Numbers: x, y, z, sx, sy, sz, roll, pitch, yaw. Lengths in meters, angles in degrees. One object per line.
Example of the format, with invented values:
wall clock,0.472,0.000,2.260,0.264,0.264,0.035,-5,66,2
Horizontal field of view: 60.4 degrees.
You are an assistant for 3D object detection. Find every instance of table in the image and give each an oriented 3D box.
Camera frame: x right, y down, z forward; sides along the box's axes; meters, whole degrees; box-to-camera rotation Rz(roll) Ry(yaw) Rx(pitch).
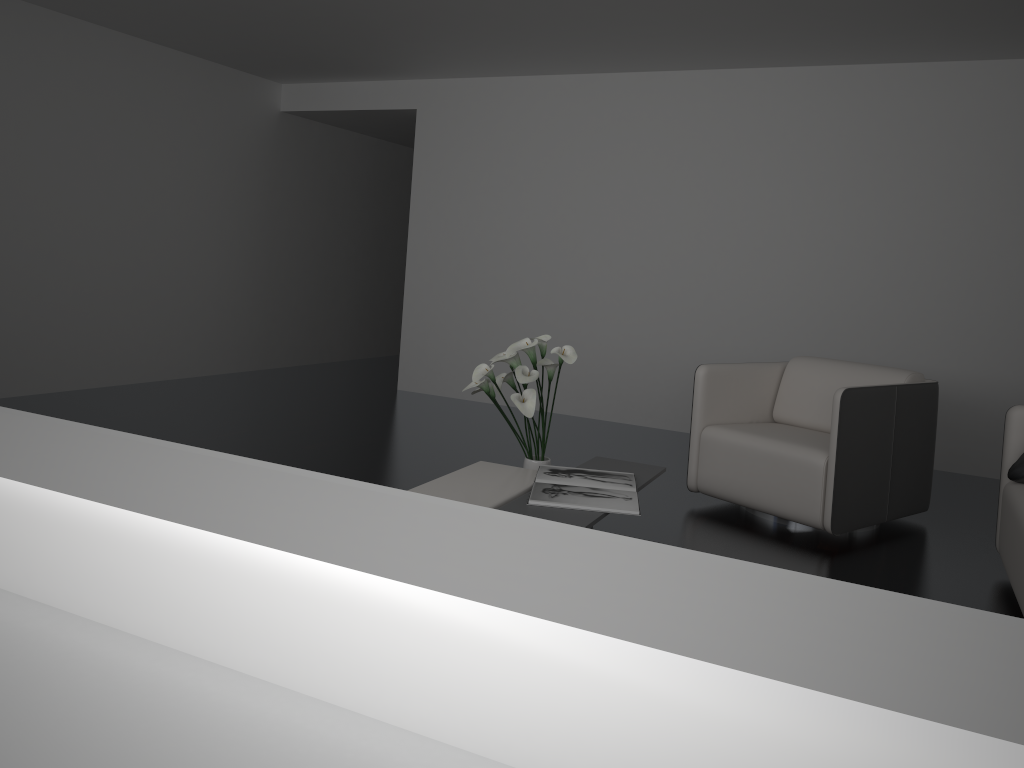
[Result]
table,-0.188,0.512,2.847,0.299,0.312,0.972,6,7,23
table,0.205,0.526,2.952,0.300,0.312,1.263,6,7,23

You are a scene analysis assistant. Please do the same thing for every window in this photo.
window,-0.938,-0.687,0.875,8.089,1.428,0.110,8,2,26

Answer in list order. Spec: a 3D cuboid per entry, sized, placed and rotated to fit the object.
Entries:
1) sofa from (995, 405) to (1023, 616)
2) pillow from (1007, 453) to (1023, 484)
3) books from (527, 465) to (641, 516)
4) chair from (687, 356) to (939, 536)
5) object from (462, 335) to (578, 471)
sofa,1.911,0.518,2.287,0.923,0.656,2.248,6,7,23
pillow,2.121,0.195,3.145,0.277,0.447,0.571,3,5,-20
books,0.253,0.353,3.030,0.358,0.017,0.552,5,8,6
chair,1.435,0.231,4.169,0.918,0.658,0.774,0,7,-40
object,0.020,0.208,3.416,0.447,0.794,0.379,4,2,9
